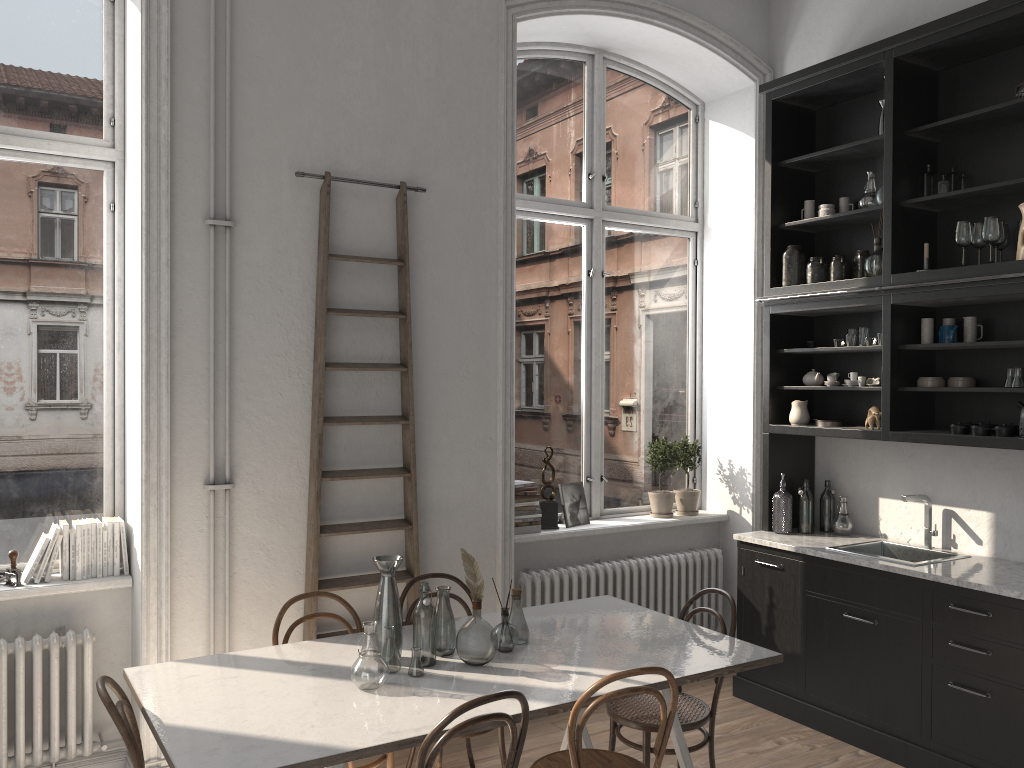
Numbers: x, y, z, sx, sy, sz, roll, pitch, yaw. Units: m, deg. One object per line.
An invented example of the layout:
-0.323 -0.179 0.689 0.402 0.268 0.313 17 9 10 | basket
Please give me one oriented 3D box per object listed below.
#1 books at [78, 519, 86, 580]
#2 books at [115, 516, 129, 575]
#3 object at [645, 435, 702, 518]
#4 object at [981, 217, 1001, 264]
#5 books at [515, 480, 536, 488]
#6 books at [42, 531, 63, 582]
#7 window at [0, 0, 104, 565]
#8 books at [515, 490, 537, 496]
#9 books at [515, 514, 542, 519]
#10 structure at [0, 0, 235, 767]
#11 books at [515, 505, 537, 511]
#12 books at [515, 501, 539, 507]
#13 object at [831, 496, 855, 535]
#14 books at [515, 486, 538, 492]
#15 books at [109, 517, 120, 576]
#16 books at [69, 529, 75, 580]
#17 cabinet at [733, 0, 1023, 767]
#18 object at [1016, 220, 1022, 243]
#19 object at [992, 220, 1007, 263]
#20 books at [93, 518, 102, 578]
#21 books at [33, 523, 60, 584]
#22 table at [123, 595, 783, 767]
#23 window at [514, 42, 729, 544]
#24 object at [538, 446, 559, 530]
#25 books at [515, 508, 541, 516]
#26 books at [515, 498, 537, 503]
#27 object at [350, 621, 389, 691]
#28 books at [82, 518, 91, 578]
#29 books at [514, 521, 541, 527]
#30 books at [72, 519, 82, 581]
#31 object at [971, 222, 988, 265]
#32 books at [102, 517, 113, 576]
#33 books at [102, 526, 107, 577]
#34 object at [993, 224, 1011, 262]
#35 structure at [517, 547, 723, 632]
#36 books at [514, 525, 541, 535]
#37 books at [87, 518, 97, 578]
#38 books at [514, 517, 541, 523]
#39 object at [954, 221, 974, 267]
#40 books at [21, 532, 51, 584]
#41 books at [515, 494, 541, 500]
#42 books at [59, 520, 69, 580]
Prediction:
-1.928 0.738 3.977 0.019 0.244 0.174 0 1 -31 | books
-1.788 0.739 4.063 0.040 0.244 0.174 0 1 -31 | books
1.053 0.599 5.791 0.500 0.524 0.234 0 1 -42 | object
2.239 -0.666 4.144 0.083 0.221 0.083 0 1 15 | object
0.012 0.584 5.157 0.201 0.024 0.159 0 0 -41 | books
-2.030 0.757 3.917 0.072 0.203 0.155 0 1 -31 | books
-2.604 -0.611 3.738 1.622 2.843 0.013 0 1 -31 | window
0.010 0.627 5.145 0.231 0.023 0.162 0 0 -16 | books
0.016 0.760 5.154 0.255 0.014 0.192 0 0 -28 | books
-0.867 -0.428 4.323 5.182 4.474 0.340 0 1 -31 | structure
0.021 0.714 5.153 0.205 0.022 0.155 0 0 -17 | books
0.021 0.691 5.159 0.222 0.024 0.158 0 0 -31 | books
1.908 0.758 5.109 0.132 0.219 0.120 0 1 -31 | object
0.022 0.606 5.152 0.205 0.020 0.155 0 0 -31 | books
-1.816 0.739 4.048 0.024 0.243 0.175 0 1 -31 | books
-1.967 0.757 3.955 0.020 0.205 0.155 0 1 -31 | books
2.389 0.035 3.922 0.635 3.583 3.250 0 1 -31 | cabinet
2.434 -0.665 4.203 0.083 0.221 0.083 0 1 -32 | object
2.309 -0.666 4.224 0.083 0.221 0.083 0 1 -32 | object
-1.875 0.738 4.010 0.019 0.244 0.174 0 1 -31 | books
-2.050 0.741 3.903 0.100 0.235 0.174 0 1 -31 | books
-0.183 1.424 3.314 2.200 0.780 1.100 0 0 -31 | table
4.352 -4.946 11.428 14.385 15.937 26.396 0 0 -31 | window
0.214 0.614 5.275 0.122 0.488 0.102 0 1 -7 | object
0.015 0.739 5.154 0.245 0.028 0.193 0 0 -36 | books
0.022 0.669 5.152 0.205 0.022 0.155 0 0 -36 | books
-0.484 0.924 3.024 0.132 0.219 0.132 0 1 -42 | object
-1.920 0.738 4.002 0.019 0.244 0.174 0 1 -31 | books
0.015 0.802 5.136 0.249 0.023 0.175 0 0 -36 | books
-1.942 0.738 3.958 0.024 0.243 0.175 0 1 -31 | books
2.265 -0.666 4.295 0.083 0.221 0.083 0 1 -39 | object
-1.848 0.738 4.052 0.024 0.243 0.175 0 1 -31 | books
-1.856 0.757 4.023 0.020 0.205 0.155 0 1 -31 | books
2.389 -0.666 4.334 0.083 0.221 0.083 0 1 0 | object
0.659 1.331 5.367 1.577 0.552 0.194 0 1 -31 | structure
0.013 0.835 5.137 0.248 0.043 0.192 0 0 -31 | books
-1.905 0.738 4.017 0.024 0.243 0.175 0 1 -31 | books
0.016 0.779 5.136 0.249 0.023 0.175 0 0 -31 | books
2.169 -0.667 4.255 0.083 0.221 0.083 0 1 0 | object
-2.086 0.760 3.886 0.105 0.194 0.155 0 1 -32 | books
0.017 0.649 5.150 0.244 0.019 0.174 0 0 -31 | books
-2.000 0.738 3.959 0.024 0.243 0.175 0 1 -31 | books
